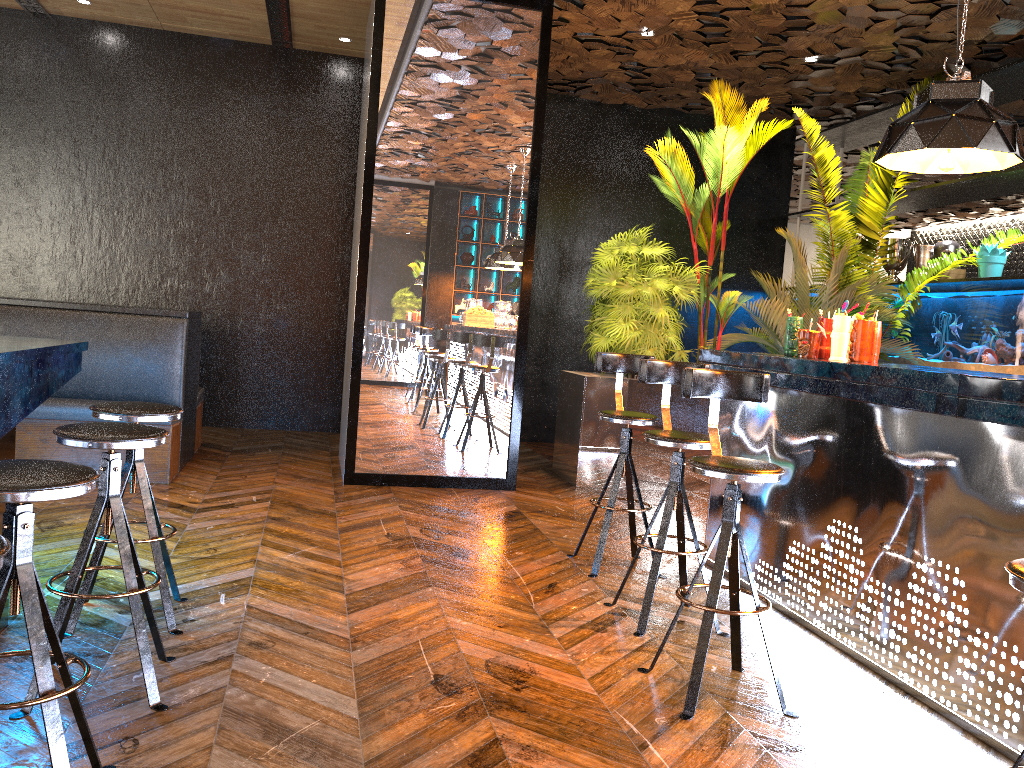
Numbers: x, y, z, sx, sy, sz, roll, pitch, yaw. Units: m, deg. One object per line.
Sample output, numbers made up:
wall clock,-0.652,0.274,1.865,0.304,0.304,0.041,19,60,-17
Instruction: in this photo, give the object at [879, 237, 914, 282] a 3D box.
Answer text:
object,3.672,-1.158,8.520,0.250,0.472,0.458,5,4,14

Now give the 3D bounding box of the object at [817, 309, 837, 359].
object,1.550,-0.246,4.386,0.084,0.246,0.078,3,4,-14

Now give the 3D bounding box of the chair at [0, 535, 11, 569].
chair,-0.977,0.639,1.371,0.419,0.813,0.419,3,4,-18

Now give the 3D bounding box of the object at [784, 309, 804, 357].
object,1.397,-0.254,4.408,0.084,0.237,0.086,5,4,6

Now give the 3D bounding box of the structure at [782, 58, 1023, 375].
structure,3.725,-0.882,7.834,0.705,3.734,4.269,4,4,-13

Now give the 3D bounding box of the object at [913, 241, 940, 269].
object,3.775,-1.086,8.056,0.232,0.398,0.378,6,4,17

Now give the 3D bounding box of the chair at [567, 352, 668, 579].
chair,0.577,0.401,4.630,0.419,1.108,0.476,4,4,-13

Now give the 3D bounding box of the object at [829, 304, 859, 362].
object,1.498,-0.235,4.013,0.099,0.264,0.081,5,4,8

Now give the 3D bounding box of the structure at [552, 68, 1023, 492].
structure,2.517,-0.878,7.663,4.073,3.561,1.873,4,4,-11

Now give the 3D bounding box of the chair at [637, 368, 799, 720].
chair,0.738,0.514,3.067,0.419,1.108,0.476,4,4,-13

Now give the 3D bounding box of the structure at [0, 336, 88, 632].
structure,-1.676,0.487,1.420,0.673,0.998,4.941,4,4,-13

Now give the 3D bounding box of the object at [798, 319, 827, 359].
object,1.433,-0.218,4.232,0.131,0.191,0.110,4,4,-1

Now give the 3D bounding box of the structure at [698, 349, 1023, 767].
structure,2.232,0.404,2.055,1.214,1.685,6.009,4,4,-13

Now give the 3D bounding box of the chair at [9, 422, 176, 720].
chair,-1.246,0.531,2.723,0.419,0.813,0.419,3,4,-18

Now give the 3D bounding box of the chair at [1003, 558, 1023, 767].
chair,1.138,0.631,1.736,0.419,1.108,0.476,5,4,2

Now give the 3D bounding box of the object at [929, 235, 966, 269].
object,3.769,-1.142,7.684,0.290,0.292,0.278,6,4,24

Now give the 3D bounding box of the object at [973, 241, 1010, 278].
object,3.822,-0.975,7.081,0.265,0.325,0.245,8,5,41

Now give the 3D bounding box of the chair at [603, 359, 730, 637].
chair,0.692,0.462,3.818,0.419,1.108,0.476,4,4,-13

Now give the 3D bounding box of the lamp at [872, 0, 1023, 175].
lamp,1.963,-1.728,3.836,0.607,1.606,0.582,4,4,-13

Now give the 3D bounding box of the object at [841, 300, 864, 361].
object,1.651,-0.260,4.318,0.105,0.298,0.116,6,4,18

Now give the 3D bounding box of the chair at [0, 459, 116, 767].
chair,-1.123,0.588,1.997,0.419,0.813,0.419,3,4,-18

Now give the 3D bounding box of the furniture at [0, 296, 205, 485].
furniture,-5.837,-0.187,5.821,7.087,1.137,1.802,4,4,-13

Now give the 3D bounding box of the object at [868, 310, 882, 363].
object,1.702,-0.227,4.202,0.091,0.254,0.080,4,4,-11

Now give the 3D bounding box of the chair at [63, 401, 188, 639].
chair,-1.425,0.478,3.327,0.419,0.813,0.419,3,4,-18

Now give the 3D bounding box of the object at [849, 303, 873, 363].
object,1.611,-0.238,4.092,0.091,0.277,0.080,6,4,19

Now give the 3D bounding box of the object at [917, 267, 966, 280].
object,3.737,-0.934,7.746,0.250,0.135,0.320,4,4,-13
